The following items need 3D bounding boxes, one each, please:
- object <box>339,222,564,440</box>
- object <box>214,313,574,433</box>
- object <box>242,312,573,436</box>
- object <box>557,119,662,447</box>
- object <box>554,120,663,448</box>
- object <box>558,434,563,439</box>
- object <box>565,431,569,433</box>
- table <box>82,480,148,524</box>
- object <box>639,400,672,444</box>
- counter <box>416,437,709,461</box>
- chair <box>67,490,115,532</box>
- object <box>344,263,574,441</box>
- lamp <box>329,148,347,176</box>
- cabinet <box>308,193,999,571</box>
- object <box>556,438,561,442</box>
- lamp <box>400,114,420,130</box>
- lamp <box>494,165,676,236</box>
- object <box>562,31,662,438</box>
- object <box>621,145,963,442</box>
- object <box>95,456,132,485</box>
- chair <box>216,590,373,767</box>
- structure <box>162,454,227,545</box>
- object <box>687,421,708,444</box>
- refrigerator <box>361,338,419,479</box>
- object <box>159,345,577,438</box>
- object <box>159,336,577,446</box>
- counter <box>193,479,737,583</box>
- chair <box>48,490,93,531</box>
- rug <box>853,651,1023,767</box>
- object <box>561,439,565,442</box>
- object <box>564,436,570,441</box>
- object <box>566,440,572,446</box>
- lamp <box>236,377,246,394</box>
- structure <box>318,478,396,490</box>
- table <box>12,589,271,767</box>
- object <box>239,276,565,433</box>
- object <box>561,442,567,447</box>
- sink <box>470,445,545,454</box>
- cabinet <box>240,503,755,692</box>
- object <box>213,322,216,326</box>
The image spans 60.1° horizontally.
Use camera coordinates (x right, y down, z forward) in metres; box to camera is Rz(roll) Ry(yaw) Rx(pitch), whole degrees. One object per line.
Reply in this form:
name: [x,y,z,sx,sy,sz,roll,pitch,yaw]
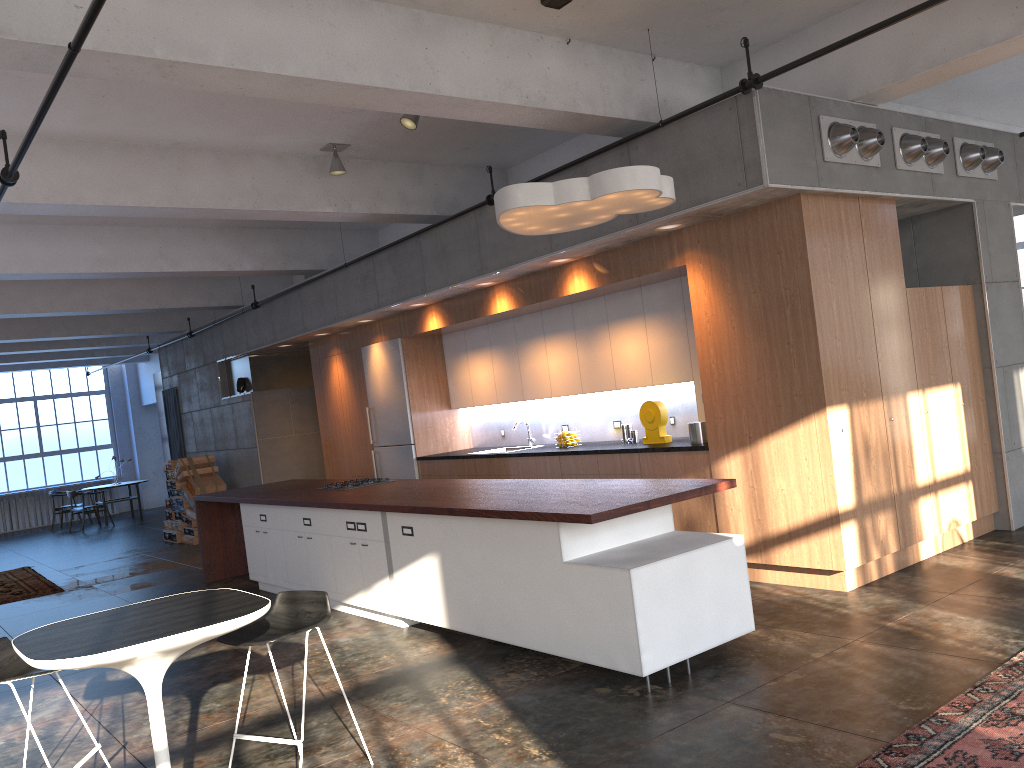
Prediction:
object: [0.531,0.538,8.758,0.051,0.053,0.064,-7,0,1]
object: [0.593,0.501,8.839,0.063,0.053,0.052,-7,0,10]
object: [0.568,0.491,8.727,0.064,0.051,0.052,-7,0,-45]
object: [0.756,-0.591,7.427,0.058,2.310,2.882,-7,0,-18]
object: [-1.818,1.439,14.705,0.964,1.215,12.976,-7,-1,-26]
object: [-2.008,-0.202,11.082,6.735,2.169,0.054,-8,0,44]
object: [-2.867,-0.093,12.277,0.060,2.165,9.710,-8,0,-43]
table: [-8.543,2.600,19.203,1.304,0.851,1.315,-7,0,7]
object: [1.240,0.331,7.706,0.101,0.381,0.269,-8,1,-37]
counter: [0.843,0.605,9.017,1.638,0.039,4.375,-7,-1,-37]
chair: [-8.590,2.538,17.988,0.714,0.864,0.686,-7,0,40]
object: [0.585,0.535,8.746,0.053,0.053,0.061,-7,0,-30]
lamp: [-1.540,-1.955,7.764,0.156,0.216,0.156,-7,0,0]
cabinet: [0.660,0.219,9.832,2.425,2.563,7.951,-7,0,-37]
object: [-0.686,-0.392,9.320,2.374,2.229,0.054,-7,1,28]
lamp: [-0.741,-2.016,6.534,0.129,0.287,0.226,-7,0,37]
lamp: [0.452,-1.102,5.411,1.073,0.130,1.013,-7,-1,9]
object: [0.516,0.502,8.721,0.058,0.060,0.052,-7,0,-14]
object: [1.091,0.439,8.365,0.061,0.210,0.141,-8,1,-37]
object: [-8.625,1.862,19.184,0.789,0.624,0.235,-7,0,-35]
chair: [-1.004,1.418,3.983,0.456,0.896,0.513,-7,0,30]
structure: [-5.042,1.793,13.870,0.650,1.315,1.876,-8,0,-37]
object: [1.517,0.389,7.128,0.189,0.170,0.192,-7,0,11]
refrigerator: [-1.402,0.590,10.674,0.224,2.191,0.937,-8,1,-40]
object: [0.618,0.509,8.787,0.053,0.052,0.062,-7,0,11]
object: [0.604,0.584,8.761,0.073,0.063,0.064,-7,0,18]
counter: [-1.029,1.373,7.458,1.164,0.971,6.528,-7,-1,-37]
chair: [-9.500,2.668,19.020,0.678,0.864,0.722,-7,0,-11]
rug: [2.162,1.375,3.001,2.939,0.029,1.819,-7,-1,-37]
object: [0.502,0.577,8.829,0.061,0.053,0.053,-7,0,35]
object: [-1.810,-0.179,14.029,0.063,2.210,11.642,-8,-1,-23]
object: [0.562,0.583,8.715,0.052,0.057,0.060,-7,0,0]
lamp: [-4.046,0.030,13.289,0.168,0.259,0.215,-7,0,34]
structure: [-1.467,0.947,8.314,0.522,0.072,0.628,-7,-1,-37]
table: [-1.327,1.360,3.341,0.844,0.952,0.813,-7,0,-37]
object: [0.528,0.496,8.855,0.059,0.060,0.050,-7,0,-3]
object: [0.515,0.596,8.745,0.052,0.053,0.062,-7,0,40]
sink: [-0.058,0.796,9.439,0.533,0.192,0.715,-7,-1,-37]
cabinet: [-0.676,1.352,6.973,0.940,0.930,5.540,-7,-1,-37]
object: [0.587,0.549,8.815,0.062,0.053,0.052,-7,0,5]
